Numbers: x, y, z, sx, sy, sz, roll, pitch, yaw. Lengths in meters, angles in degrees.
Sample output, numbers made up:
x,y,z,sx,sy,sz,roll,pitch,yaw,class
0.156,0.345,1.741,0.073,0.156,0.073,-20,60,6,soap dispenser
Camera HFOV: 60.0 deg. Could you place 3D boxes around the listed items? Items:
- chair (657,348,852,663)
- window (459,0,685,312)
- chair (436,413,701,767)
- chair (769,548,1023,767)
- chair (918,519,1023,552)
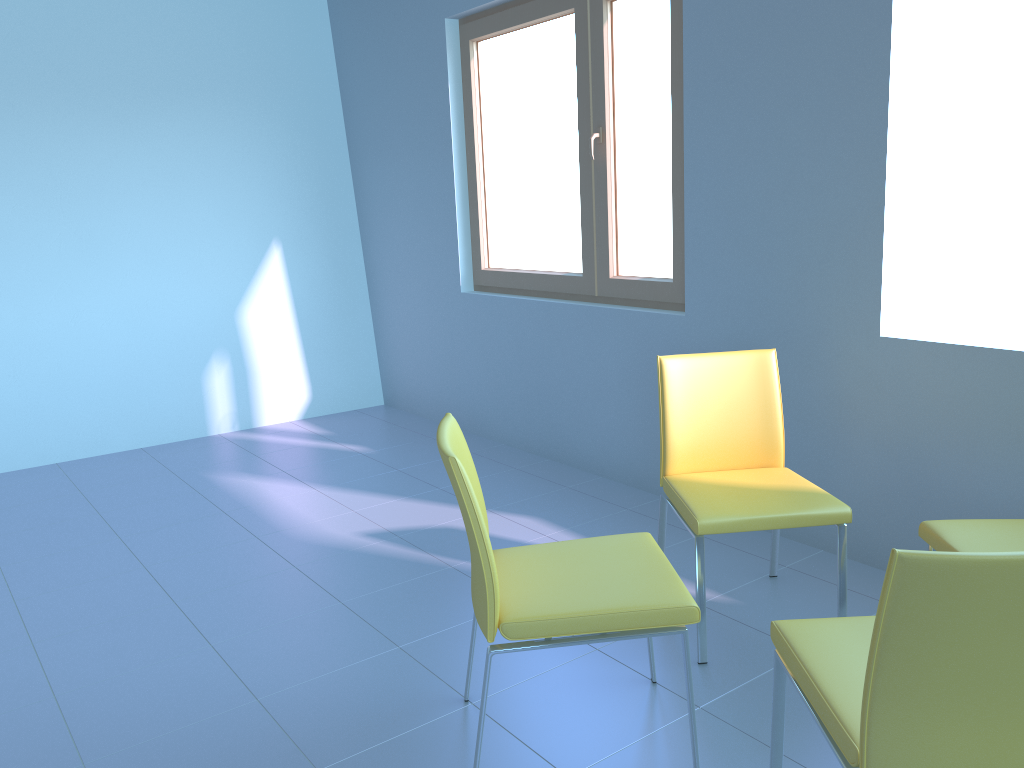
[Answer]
x,y,z,sx,sy,sz,roll,pitch,yaw,class
0.615,0.292,2.378,0.387,0.695,0.484,-4,12,-4,chair
0.214,-0.976,3.671,0.142,1.263,1.475,-11,14,-35,window
0.105,0.423,1.870,0.484,0.695,0.387,-4,12,-4,chair
0.668,0.497,1.398,0.387,0.699,0.484,-3,12,0,chair
1.186,0.370,1.872,0.484,0.695,0.387,-3,12,0,chair
